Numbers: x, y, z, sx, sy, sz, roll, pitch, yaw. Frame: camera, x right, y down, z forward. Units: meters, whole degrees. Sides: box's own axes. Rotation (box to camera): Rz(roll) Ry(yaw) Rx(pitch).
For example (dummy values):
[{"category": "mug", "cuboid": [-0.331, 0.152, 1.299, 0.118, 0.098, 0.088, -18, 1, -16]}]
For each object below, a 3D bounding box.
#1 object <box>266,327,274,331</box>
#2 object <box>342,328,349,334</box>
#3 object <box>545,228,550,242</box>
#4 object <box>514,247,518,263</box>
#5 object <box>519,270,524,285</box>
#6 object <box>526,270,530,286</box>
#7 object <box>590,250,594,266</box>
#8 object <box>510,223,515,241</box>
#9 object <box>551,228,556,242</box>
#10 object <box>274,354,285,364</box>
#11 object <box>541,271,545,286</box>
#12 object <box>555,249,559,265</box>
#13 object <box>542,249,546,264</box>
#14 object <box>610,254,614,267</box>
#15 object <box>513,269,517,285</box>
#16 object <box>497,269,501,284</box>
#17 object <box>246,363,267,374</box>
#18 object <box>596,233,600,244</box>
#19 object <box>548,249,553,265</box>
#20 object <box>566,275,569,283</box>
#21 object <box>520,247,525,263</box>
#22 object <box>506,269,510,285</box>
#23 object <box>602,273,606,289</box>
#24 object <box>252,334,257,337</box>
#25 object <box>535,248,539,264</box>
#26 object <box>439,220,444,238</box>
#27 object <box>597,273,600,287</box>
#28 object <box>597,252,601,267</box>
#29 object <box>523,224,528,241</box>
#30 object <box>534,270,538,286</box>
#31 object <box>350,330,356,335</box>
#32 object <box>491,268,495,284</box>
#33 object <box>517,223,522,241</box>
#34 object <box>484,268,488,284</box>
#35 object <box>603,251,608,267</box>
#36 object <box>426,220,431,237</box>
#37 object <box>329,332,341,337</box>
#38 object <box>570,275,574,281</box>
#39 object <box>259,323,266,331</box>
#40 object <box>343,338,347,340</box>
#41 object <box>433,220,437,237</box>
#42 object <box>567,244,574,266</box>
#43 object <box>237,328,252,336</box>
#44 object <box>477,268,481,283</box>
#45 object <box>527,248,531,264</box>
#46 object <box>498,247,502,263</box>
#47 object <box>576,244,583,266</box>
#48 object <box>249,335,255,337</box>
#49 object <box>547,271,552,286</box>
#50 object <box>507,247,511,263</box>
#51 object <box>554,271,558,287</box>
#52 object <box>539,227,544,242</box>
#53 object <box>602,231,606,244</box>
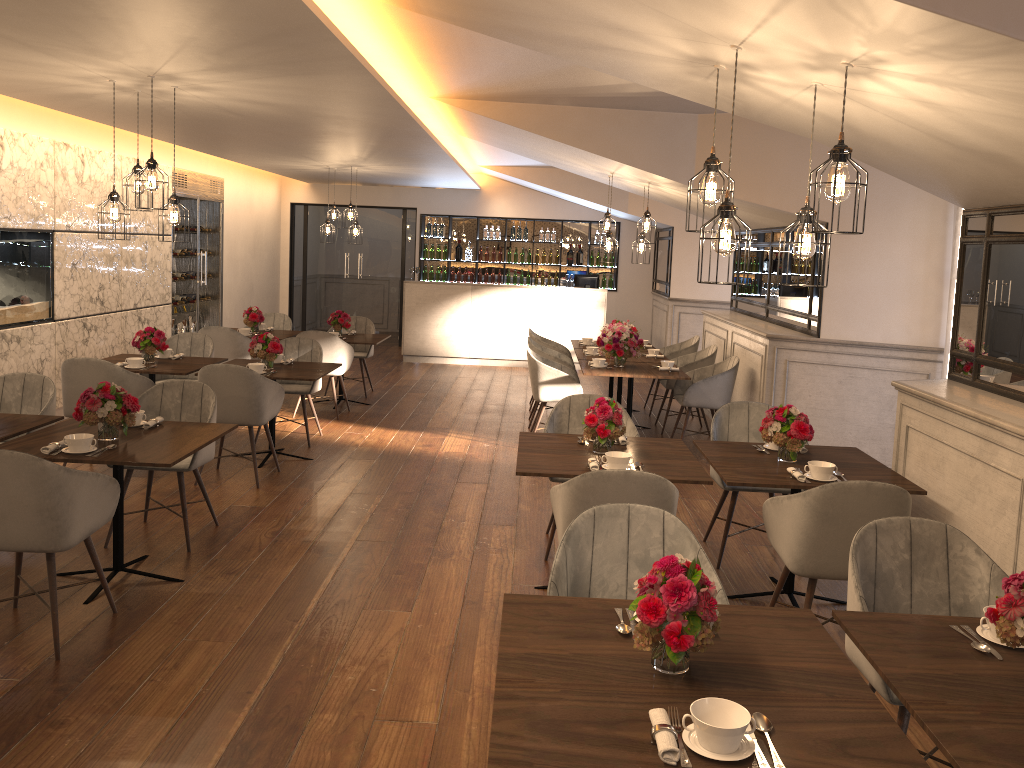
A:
[{"category": "object", "cuboid": [-2.665, -0.605, 9.742, 0.056, 0.039, 0.177, 3, 9, 1]}, {"category": "object", "cuboid": [-1.860, -0.586, 9.720, 0.148, 0.072, 0.149, 6, 9, 24]}, {"category": "object", "cuboid": [0.589, -2.465, 14.632, 0.070, 0.234, 0.041, 2, 6, 1]}, {"category": "object", "cuboid": [0.065, -2.140, 14.709, 0.065, 0.262, 0.066, 0, 6, -20]}, {"category": "object", "cuboid": [0.161, -1.776, 14.740, 0.065, 0.260, 0.066, 0, 6, -20]}, {"category": "object", "cuboid": [0.271, -1.771, 14.737, 0.065, 0.260, 0.066, 0, 6, -20]}, {"category": "object", "cuboid": [1.331, -2.083, 14.678, 0.065, 0.262, 0.066, 0, 6, -20]}, {"category": "object", "cuboid": [0.017, -2.529, 14.641, 0.075, 0.308, 0.075, 6, 7, 34]}, {"category": "object", "cuboid": [0.689, -2.461, 14.629, 0.070, 0.234, 0.041, 2, 6, 1]}, {"category": "object", "cuboid": [-1.931, -0.208, 7.233, 0.149, 0.072, 0.148, 10, 11, 43]}, {"category": "object", "cuboid": [0.515, -1.760, 14.732, 0.065, 0.260, 0.066, 0, 6, -20]}, {"category": "object", "cuboid": [0.750, -2.109, 14.692, 0.065, 0.260, 0.066, 0, 6, -20]}, {"category": "object", "cuboid": [0.530, -2.118, 14.697, 0.065, 0.260, 0.066, 0, 6, -20]}, {"category": "object", "cuboid": [1.662, -2.067, 14.670, 0.065, 0.260, 0.066, 0, 6, -20]}, {"category": "object", "cuboid": [0.051, -1.781, 14.743, 0.065, 0.260, 0.066, 0, 6, -20]}, {"category": "object", "cuboid": [-0.211, -1.792, 14.749, 0.065, 0.260, 0.066, 0, 6, -20]}, {"category": "object", "cuboid": [-1.913, -0.114, 6.627, 0.149, 0.072, 0.148, 10, 11, 43]}, {"category": "object", "cuboid": [1.420, -2.428, 14.611, 0.070, 0.234, 0.041, 2, 6, 1]}, {"category": "object", "cuboid": [0.640, -2.113, 14.695, 0.065, 0.260, 0.066, 0, 6, -20]}, {"category": "object", "cuboid": [0.921, -1.713, 14.724, 0.065, 0.206, 0.065, -3, 8, -43]}, {"category": "object", "cuboid": [0.176, -2.135, 14.706, 0.065, 0.262, 0.066, 0, 6, -20]}, {"category": "object", "cuboid": [-0.060, -1.786, 14.746, 0.065, 0.260, 0.066, 0, 6, -20]}, {"category": "object", "cuboid": [1.536, -1.714, 14.706, 0.065, 0.260, 0.066, 0, 6, -20]}, {"category": "object", "cuboid": [-2.655, -0.503, 9.155, 0.043, 0.015, 0.198, 3, 9, 5]}, {"category": "object", "cuboid": [0.419, -2.123, 14.700, 0.065, 0.260, 0.066, 0, 6, -20]}, {"category": "object", "cuboid": [-1.169, -2.582, 14.670, 0.075, 0.308, 0.075, -3, 8, -42]}, {"category": "object", "cuboid": [1.426, -1.719, 14.709, 0.065, 0.260, 0.066, 0, 6, -20]}, {"category": "object", "cuboid": [1.441, -2.077, 14.675, 0.065, 0.260, 0.066, 0, 6, -20]}, {"category": "object", "cuboid": [0.226, -2.519, 14.636, 0.075, 0.308, 0.075, 4, 6, 12]}, {"category": "object", "cuboid": [0.404, -1.765, 14.734, 0.065, 0.260, 0.066, 0, 6, -20]}, {"category": "object", "cuboid": [-1.747, -0.564, 9.719, 0.056, 0.039, 0.177, 3, 9, 1]}, {"category": "object", "cuboid": [-0.321, -1.797, 14.752, 0.065, 0.260, 0.066, 0, 6, -20]}, {"category": "object", "cuboid": [0.122, -2.524, 14.639, 0.075, 0.308, 0.075, 4, 6, 12]}, {"category": "object", "cuboid": [-0.432, -1.802, 14.755, 0.065, 0.260, 0.066, 0, 6, -20]}, {"category": "object", "cuboid": [1.551, -2.072, 14.672, 0.065, 0.260, 0.066, 0, 6, -20]}, {"category": "object", "cuboid": [-1.378, -2.592, 14.676, 0.075, 0.308, 0.075, 5, 6, 26]}, {"category": "object", "cuboid": [-1.842, -0.492, 9.113, 0.149, 0.072, 0.148, 10, 11, 43]}, {"category": "object", "cuboid": [0.999, -1.709, 14.722, 0.065, 0.206, 0.065, -3, 8, -43]}, {"category": "object", "cuboid": [-2.778, -0.627, 9.742, 0.148, 0.072, 0.149, 6, 9, 24]}, {"category": "object", "cuboid": [-1.729, -0.461, 9.133, 0.043, 0.015, 0.198, 2, 9, -2]}, {"category": "object", "cuboid": [-1.274, -2.587, 14.673, 0.075, 0.308, 0.075, 8, 8, 44]}, {"category": "object", "cuboid": [0.969, -2.143, 14.660, 0.104, 0.357, 0.104, -2, 7, -37]}, {"category": "object", "cuboid": [-2.759, -0.533, 9.136, 0.149, 0.072, 0.148, 10, 11, 43]}, {"category": "object", "cuboid": [-0.542, -1.807, 14.757, 0.065, 0.260, 0.066, 0, 6, -20]}, {"category": "object", "cuboid": [0.286, -2.130, 14.703, 0.065, 0.262, 0.066, 0, 6, -20]}, {"category": "object", "cuboid": [-0.196, -2.151, 14.715, 0.065, 0.260, 0.066, 0, 6, -20]}, {"category": "object", "cuboid": [1.125, -2.137, 14.653, 0.104, 0.357, 0.104, 5, 6, 28]}, {"category": "object", "cuboid": [-2.682, -0.500, 9.163, 0.022, 0.004, 0.212, 3, 9, 1]}, {"category": "object", "cuboid": [0.625, -1.755, 14.729, 0.065, 0.260, 0.066, 0, 6, -20]}, {"category": "object", "cuboid": [-0.045, -2.144, 14.711, 0.065, 0.260, 0.066, 0, 6, -20]}, {"category": "object", "cuboid": [0.736, -1.750, 14.726, 0.065, 0.260, 0.066, 0, 6, -20]}, {"category": "object", "cuboid": [0.489, -2.470, 14.634, 0.070, 0.234, 0.041, 2, 6, 1]}, {"category": "object", "cuboid": [1.520, -2.423, 14.609, 0.070, 0.234, 0.041, 2, 6, 1]}]
